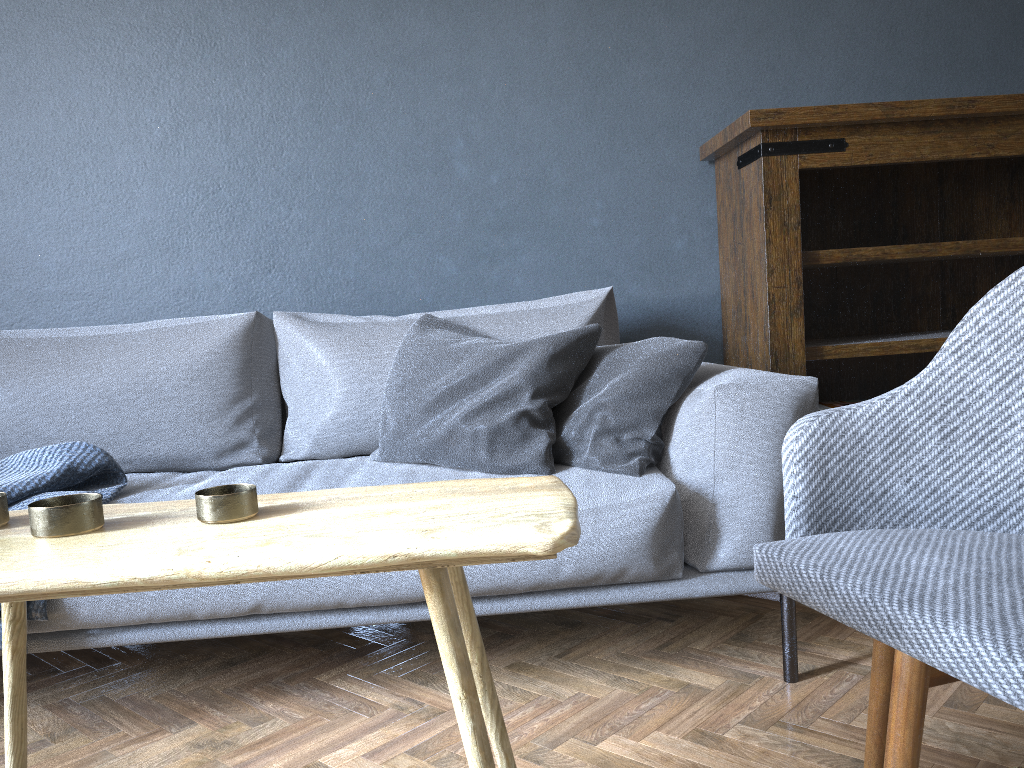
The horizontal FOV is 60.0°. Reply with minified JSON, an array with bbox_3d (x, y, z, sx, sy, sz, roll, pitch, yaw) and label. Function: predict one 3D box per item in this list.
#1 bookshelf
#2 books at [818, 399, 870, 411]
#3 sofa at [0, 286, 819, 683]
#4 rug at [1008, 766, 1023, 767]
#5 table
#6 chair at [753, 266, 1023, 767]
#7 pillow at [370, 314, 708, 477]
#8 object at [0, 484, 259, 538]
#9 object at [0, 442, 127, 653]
[{"bbox_3d":[1.528,-0.129,2.341,1.918,1.174,0.450,-4,5,-2],"label":"bookshelf"},{"bbox_3d":[0.931,0.051,2.293,0.305,0.013,0.218,-4,5,2],"label":"books"},{"bbox_3d":[-0.570,0.225,2.038,2.340,0.799,0.969,-4,5,-3],"label":"sofa"},{"bbox_3d":[-0.145,0.694,0.821,2.011,0.013,1.002,-4,5,-2],"label":"rug"},{"bbox_3d":[-0.305,0.419,0.962,0.787,0.551,0.339,-4,5,-2],"label":"table"},{"bbox_3d":[0.612,0.216,1.040,0.494,0.812,0.644,-6,6,-24],"label":"chair"},{"bbox_3d":[0.040,0.007,1.990,0.798,0.362,0.441,-3,5,16],"label":"pillow"},{"bbox_3d":[-0.460,0.138,0.956,0.369,0.033,0.103,-3,5,8],"label":"object"},{"bbox_3d":[-1.130,0.312,1.713,0.666,0.329,0.489,-4,5,3],"label":"object"}]
